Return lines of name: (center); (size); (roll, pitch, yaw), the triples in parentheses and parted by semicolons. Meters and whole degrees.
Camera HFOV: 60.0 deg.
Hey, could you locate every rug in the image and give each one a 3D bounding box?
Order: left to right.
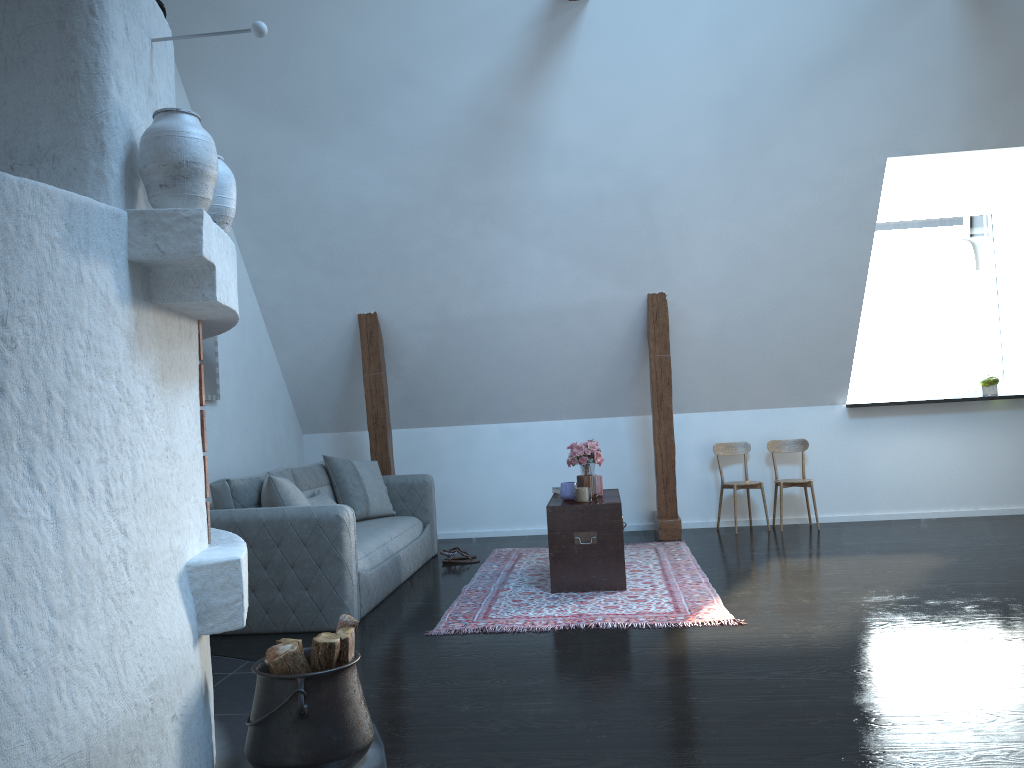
rug: (0.461, 1.175, 5.411); (1.512, 0.029, 2.647); (-3, -2, 6)

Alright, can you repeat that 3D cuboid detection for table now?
table: (0.472, 0.936, 5.446); (0.471, 0.492, 0.962); (-3, -2, 6)

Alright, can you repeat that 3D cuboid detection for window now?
window: (4.812, -2.176, 4.375); (8.018, 4.249, 5.959); (-3, -2, 6)

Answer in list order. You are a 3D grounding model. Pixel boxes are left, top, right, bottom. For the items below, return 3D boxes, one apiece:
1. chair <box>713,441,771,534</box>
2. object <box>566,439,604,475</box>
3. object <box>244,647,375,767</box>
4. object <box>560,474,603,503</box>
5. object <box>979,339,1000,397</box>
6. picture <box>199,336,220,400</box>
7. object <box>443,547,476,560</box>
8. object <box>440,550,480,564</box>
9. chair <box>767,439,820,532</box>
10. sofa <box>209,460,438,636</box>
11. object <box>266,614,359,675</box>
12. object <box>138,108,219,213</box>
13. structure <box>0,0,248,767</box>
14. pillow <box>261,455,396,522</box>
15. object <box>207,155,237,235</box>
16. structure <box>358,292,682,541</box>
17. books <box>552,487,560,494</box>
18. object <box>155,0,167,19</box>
chair: (1.821, 0.815, 7.065); (0.329, 0.696, 0.342); (-3, -2, -11)
object: (0.468, 0.528, 5.700); (0.235, 0.351, 0.234); (-2, -2, -34)
object: (-0.618, 0.998, 2.701); (0.384, 0.313, 0.384); (-4, -2, 32)
object: (0.407, 0.626, 5.346); (0.215, 0.138, 0.413); (-4, -2, 17)
object: (3.824, -0.132, 7.097); (0.131, 0.461, 0.309); (-4, -2, 24)
picture: (-2.058, -0.496, 5.513); (0.025, 1.185, 0.965); (-3, -2, 6)
object: (-0.383, 1.219, 6.395); (0.277, 0.090, 0.101); (-2, -3, -38)
object: (-0.365, 1.212, 6.236); (0.277, 0.090, 0.101); (-3, -2, -6)
chair: (2.220, 0.791, 7.006); (0.329, 0.696, 0.342); (-3, -2, 7)
sofa: (-1.241, 0.903, 5.618); (1.107, 0.770, 2.458); (-3, -2, 6)
object: (-0.606, 0.914, 2.690); (0.270, 0.370, 0.240); (-3, -2, 5)
object: (-0.901, -0.573, 2.402); (0.203, 0.314, 0.203); (-3, -2, -11)
structure: (-2.319, -1.108, 2.457); (3.049, 4.752, 3.058); (-4, -2, 14)
pillow: (-1.152, 0.722, 5.634); (0.444, 0.515, 2.075); (-3, -2, 6)
object: (-0.908, -0.544, 2.663); (0.158, 0.274, 0.158); (-5, -3, 45)
structure: (5.017, 0.003, 6.717); (12.350, 1.963, 1.023); (-3, -2, 6)
books: (0.405, 0.694, 5.830); (0.243, 0.034, 0.179); (-3, -2, -16)
object: (-1.253, -1.174, 2.806); (0.311, 0.094, 0.783); (-3, -2, -9)
